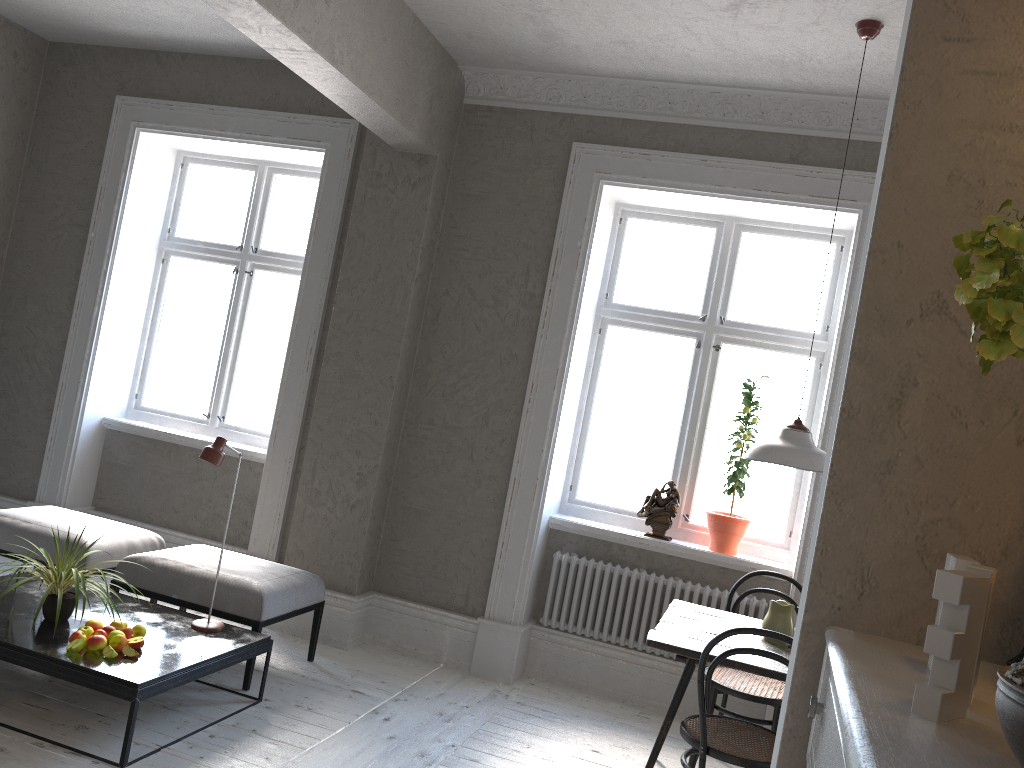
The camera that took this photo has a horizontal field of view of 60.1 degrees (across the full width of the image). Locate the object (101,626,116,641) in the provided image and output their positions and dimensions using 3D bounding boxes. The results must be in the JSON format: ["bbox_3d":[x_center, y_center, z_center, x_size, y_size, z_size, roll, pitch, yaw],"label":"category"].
[{"bbox_3d":[-1.587,0.980,3.481,0.060,0.056,0.058,11,-1,3],"label":"object"}]

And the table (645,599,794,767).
[{"bbox_3d":[1.459,1.504,3.489,1.898,0.735,0.915,10,-1,16],"label":"table"}]

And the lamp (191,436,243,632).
[{"bbox_3d":[-1.297,0.643,3.840,0.257,0.839,0.135,12,-2,-38],"label":"lamp"}]

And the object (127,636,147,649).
[{"bbox_3d":[-1.469,1.010,3.456,0.065,0.039,0.065,10,-1,22],"label":"object"}]

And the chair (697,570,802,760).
[{"bbox_3d":[1.119,1.355,4.096,0.431,0.921,0.558,10,-1,24],"label":"chair"}]

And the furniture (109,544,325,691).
[{"bbox_3d":[-1.450,1.101,4.387,0.818,0.476,0.590,10,-1,16],"label":"furniture"}]

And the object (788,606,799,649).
[{"bbox_3d":[1.170,0.995,3.612,0.058,0.167,0.060,10,-1,30],"label":"object"}]

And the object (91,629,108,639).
[{"bbox_3d":[-1.592,0.977,3.414,0.058,0.058,0.057,10,-1,7],"label":"object"}]

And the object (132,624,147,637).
[{"bbox_3d":[-1.505,0.997,3.571,0.060,0.055,0.067,11,-1,-16],"label":"object"}]

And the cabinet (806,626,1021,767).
[{"bbox_3d":[0.381,0.976,0.850,0.379,1.297,0.674,10,-1,17],"label":"cabinet"}]

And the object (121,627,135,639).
[{"bbox_3d":[-1.525,0.991,3.502,0.058,0.058,0.057,11,-1,-1],"label":"object"}]

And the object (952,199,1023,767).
[{"bbox_3d":[0.513,0.057,0.691,0.303,0.553,0.333,12,-2,-39],"label":"object"}]

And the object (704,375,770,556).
[{"bbox_3d":[1.237,0.428,4.834,0.275,0.991,0.265,11,-2,-34],"label":"object"}]

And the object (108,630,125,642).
[{"bbox_3d":[-1.535,0.988,3.439,0.062,0.058,0.060,11,-1,-29],"label":"object"}]

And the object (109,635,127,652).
[{"bbox_3d":[-1.505,0.991,3.386,0.064,0.062,0.059,11,-1,-2],"label":"object"}]

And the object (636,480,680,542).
[{"bbox_3d":[0.808,0.686,4.929,0.234,0.329,0.121,10,-1,18],"label":"object"}]

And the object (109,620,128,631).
[{"bbox_3d":[-1.576,0.978,3.547,0.069,0.066,0.068,10,-1,21],"label":"object"}]

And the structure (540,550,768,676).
[{"bbox_3d":[0.766,1.239,4.798,1.211,0.428,0.150,10,-1,14],"label":"structure"}]

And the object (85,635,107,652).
[{"bbox_3d":[-1.568,0.977,3.341,0.076,0.064,0.073,12,-1,-43],"label":"object"}]

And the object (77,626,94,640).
[{"bbox_3d":[-1.652,0.963,3.425,0.062,0.063,0.061,12,-1,-42],"label":"object"}]

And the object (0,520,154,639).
[{"bbox_3d":[-1.814,0.762,3.584,0.650,0.420,0.746,10,-1,35],"label":"object"}]

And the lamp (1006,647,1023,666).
[{"bbox_3d":[0.649,0.203,0.936,0.169,0.558,0.456,10,-1,25],"label":"lamp"}]

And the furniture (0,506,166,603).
[{"bbox_3d":[-2.373,0.933,4.649,0.818,0.476,0.590,10,-1,16],"label":"furniture"}]

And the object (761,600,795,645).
[{"bbox_3d":[1.109,0.983,3.687,0.138,0.170,0.147,11,-1,-22],"label":"object"}]

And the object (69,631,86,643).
[{"bbox_3d":[-1.648,0.966,3.364,0.055,0.058,0.058,10,-1,41],"label":"object"}]

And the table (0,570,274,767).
[{"bbox_3d":[-1.818,1.121,3.676,1.295,0.303,0.859,10,-1,16],"label":"table"}]

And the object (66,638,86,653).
[{"bbox_3d":[-1.622,0.972,3.299,0.059,0.053,0.059,10,-1,23],"label":"object"}]

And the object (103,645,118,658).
[{"bbox_3d":[-1.501,1.003,3.312,0.065,0.037,0.048,10,-1,43],"label":"object"}]

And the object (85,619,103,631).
[{"bbox_3d":[-1.653,0.962,3.496,0.069,0.066,0.072,10,-1,32],"label":"object"}]

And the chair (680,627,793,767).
[{"bbox_3d":[0.825,1.287,3.202,0.433,0.921,0.554,10,-1,14],"label":"chair"}]

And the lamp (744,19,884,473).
[{"bbox_3d":[1.307,-0.573,3.639,0.387,1.859,0.371,12,-2,-36],"label":"lamp"}]

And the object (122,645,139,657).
[{"bbox_3d":[-1.445,1.015,3.359,0.060,0.036,0.049,10,-1,27],"label":"object"}]
